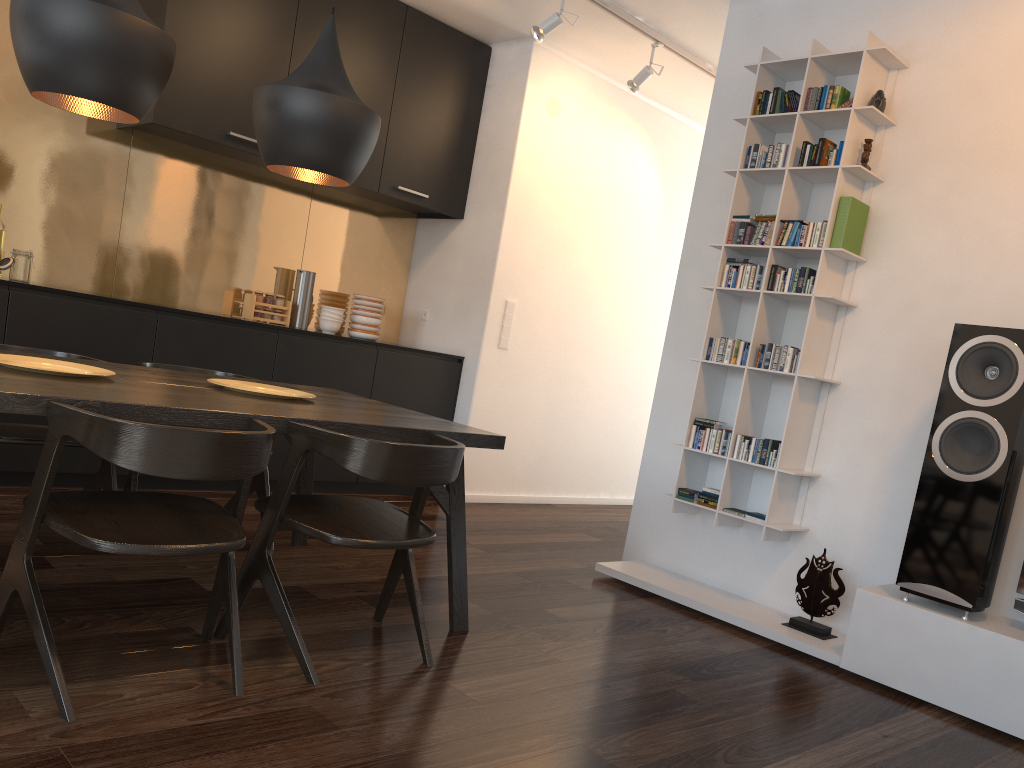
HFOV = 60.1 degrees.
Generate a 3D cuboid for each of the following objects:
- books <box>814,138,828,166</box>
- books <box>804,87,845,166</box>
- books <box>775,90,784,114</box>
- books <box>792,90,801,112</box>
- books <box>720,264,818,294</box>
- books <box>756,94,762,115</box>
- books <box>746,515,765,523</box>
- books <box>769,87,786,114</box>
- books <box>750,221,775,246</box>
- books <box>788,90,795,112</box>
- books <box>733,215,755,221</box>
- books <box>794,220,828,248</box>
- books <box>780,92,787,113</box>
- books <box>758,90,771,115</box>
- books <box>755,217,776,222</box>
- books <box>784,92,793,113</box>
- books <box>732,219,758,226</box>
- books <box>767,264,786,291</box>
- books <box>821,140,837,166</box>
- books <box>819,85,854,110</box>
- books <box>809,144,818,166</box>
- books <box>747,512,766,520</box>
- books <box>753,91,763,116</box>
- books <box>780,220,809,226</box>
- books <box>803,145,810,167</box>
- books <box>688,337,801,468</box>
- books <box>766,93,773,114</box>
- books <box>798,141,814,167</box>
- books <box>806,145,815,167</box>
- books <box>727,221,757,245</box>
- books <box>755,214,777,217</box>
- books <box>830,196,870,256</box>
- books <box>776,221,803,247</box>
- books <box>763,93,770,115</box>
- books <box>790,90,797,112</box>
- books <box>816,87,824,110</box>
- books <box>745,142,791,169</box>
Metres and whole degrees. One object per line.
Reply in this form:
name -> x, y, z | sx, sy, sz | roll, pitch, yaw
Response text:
books -> 1.280, -0.942, 3.636 | 0.074, 0.116, 0.028 | 5, 7, -44
books -> 1.313, -1.047, 3.651 | 0.108, 0.335, 0.226 | 5, 7, -43
books -> 1.156, -1.193, 3.781 | 0.074, 0.100, 0.019 | 6, 7, -44
books -> 1.210, -1.181, 3.727 | 0.069, 0.099, 0.057 | 6, 7, -44
books -> 1.128, -0.445, 3.804 | 0.123, 0.113, 0.463 | 6, 4, -44
books -> 1.092, -1.203, 3.849 | 0.070, 0.093, 0.013 | 6, 7, -44
books -> 1.057, 0.577, 3.769 | 0.070, 0.014, 0.091 | 8, 3, -44
books -> 1.143, -1.203, 3.798 | 0.074, 0.116, 0.028 | 5, 7, -44
books -> 1.107, -0.639, 3.817 | 0.096, 0.108, 0.113 | 6, 6, -44
books -> 1.198, -1.183, 3.740 | 0.069, 0.099, 0.057 | 6, 7, -44
books -> 1.030, -0.727, 3.891 | 0.070, 0.014, 0.092 | 8, 2, -39
books -> 1.265, -0.609, 3.661 | 0.123, 0.113, 0.135 | 6, 5, -44
books -> 1.170, -1.187, 3.769 | 0.070, 0.094, 0.028 | 6, 7, -44
books -> 1.104, -1.208, 3.834 | 0.069, 0.108, 0.023 | 5, 7, -44
books -> 1.108, -0.701, 3.798 | 0.069, 0.018, 0.106 | 8, 3, -44
books -> 1.184, -1.183, 3.752 | 0.070, 0.091, 0.045 | 6, 7, -44
books -> 1.028, -0.714, 3.897 | 0.070, 0.014, 0.091 | 8, 3, -44
books -> 1.129, -0.445, 3.777 | 0.074, 0.116, 0.028 | 5, 7, -44
books -> 1.297, -0.934, 3.621 | 0.069, 0.108, 0.016 | 5, 7, -44
books -> 1.358, -1.154, 3.613 | 0.102, 0.111, 0.159 | 6, 5, -44
books -> 1.261, -0.934, 3.654 | 0.070, 0.093, 0.019 | 6, 7, -44
books -> 1.059, 0.563, 3.763 | 0.070, 0.014, 0.092 | 8, 2, -39
books -> 1.085, -1.212, 3.861 | 0.069, 0.108, 0.016 | 5, 7, -44
books -> 1.193, -0.678, 3.718 | 0.069, 0.008, 0.106 | 8, 3, -44
books -> 1.241, -0.938, 3.677 | 0.070, 0.093, 0.013 | 6, 7, -44
books -> 1.032, 0.073, 3.857 | 0.123, 0.514, 0.465 | 4, 7, -44
books -> 1.128, -1.195, 3.814 | 0.070, 0.093, 0.013 | 6, 7, -44
books -> 1.228, -0.948, 3.687 | 0.069, 0.108, 0.023 | 5, 7, -44
books -> 1.250, -0.935, 3.666 | 0.070, 0.093, 0.013 | 6, 7, -44
books -> 1.024, -0.655, 3.905 | 0.096, 0.105, 0.100 | 6, 6, -44
books -> 1.118, -0.714, 3.803 | 0.093, 0.015, 0.111 | 8, 3, -44
books -> 1.382, -0.638, 3.616 | 0.166, 0.215, 0.048 | 6, 7, -44
books -> 1.183, -0.623, 3.733 | 0.096, 0.108, 0.087 | 6, 6, -44
books -> 1.118, -1.197, 3.823 | 0.070, 0.093, 0.013 | 6, 7, -44
books -> 1.204, -1.182, 3.733 | 0.069, 0.099, 0.057 | 6, 7, -44
books -> 1.288, -1.165, 3.664 | 0.069, 0.108, 0.011 | 5, 7, -44
books -> 1.135, -0.972, 3.828 | 0.109, 0.113, 0.219 | 6, 5, -44
